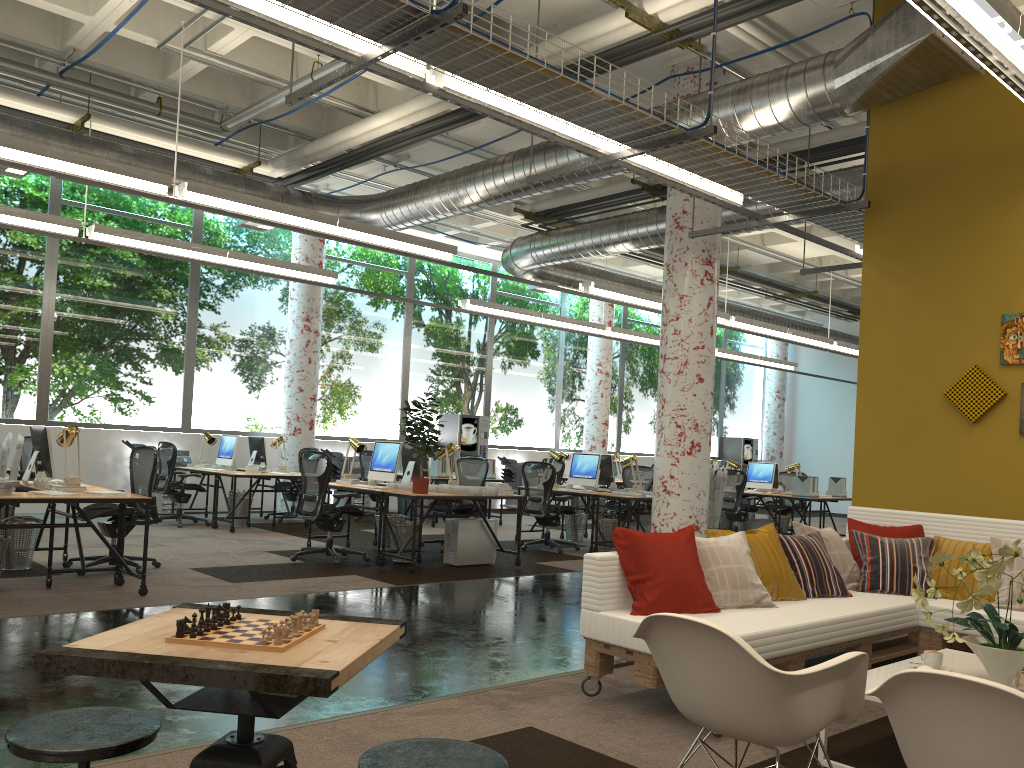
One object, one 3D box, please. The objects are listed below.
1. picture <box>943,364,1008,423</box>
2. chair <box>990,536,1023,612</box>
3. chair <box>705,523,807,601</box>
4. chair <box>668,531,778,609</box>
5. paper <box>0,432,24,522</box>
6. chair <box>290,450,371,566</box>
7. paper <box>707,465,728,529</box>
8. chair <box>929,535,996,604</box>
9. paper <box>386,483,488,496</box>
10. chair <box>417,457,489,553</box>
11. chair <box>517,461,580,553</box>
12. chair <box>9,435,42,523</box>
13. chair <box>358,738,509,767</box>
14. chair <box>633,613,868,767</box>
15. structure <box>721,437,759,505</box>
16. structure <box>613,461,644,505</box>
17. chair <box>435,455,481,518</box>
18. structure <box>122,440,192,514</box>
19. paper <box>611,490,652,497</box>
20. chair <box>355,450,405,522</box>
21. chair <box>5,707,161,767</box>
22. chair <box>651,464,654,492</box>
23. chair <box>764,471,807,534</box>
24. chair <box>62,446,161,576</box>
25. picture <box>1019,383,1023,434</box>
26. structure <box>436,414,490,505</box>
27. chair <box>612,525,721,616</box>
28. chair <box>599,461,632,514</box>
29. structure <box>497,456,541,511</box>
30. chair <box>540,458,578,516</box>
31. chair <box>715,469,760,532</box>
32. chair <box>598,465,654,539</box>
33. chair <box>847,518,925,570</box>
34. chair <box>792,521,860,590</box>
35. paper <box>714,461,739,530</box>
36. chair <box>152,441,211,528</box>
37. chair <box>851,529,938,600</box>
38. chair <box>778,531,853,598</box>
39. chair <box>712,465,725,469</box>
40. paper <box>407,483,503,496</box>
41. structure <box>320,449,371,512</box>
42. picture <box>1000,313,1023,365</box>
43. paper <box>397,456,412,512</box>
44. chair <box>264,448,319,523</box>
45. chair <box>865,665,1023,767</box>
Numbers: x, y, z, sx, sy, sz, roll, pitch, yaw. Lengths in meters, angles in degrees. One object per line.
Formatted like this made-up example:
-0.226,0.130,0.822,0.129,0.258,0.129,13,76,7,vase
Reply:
3.317,0.070,6.349,0.047,0.424,0.424,4,-3,-42,picture
3.054,1.110,5.110,0.525,0.427,0.312,2,-3,26,chair
1.392,1.021,5.039,0.547,0.438,0.316,5,-3,-30,chair
1.130,1.005,4.759,0.525,0.400,0.332,4,-3,-23,chair
-5.217,1.005,8.937,0.440,1.197,0.413,2,-2,26,paper
-1.832,1.213,8.859,0.770,1.084,0.794,2,-3,31,chair
2.376,1.540,10.867,0.440,1.197,0.413,2,-2,26,paper
2.785,1.150,5.417,0.521,0.381,0.367,0,-4,44,chair
-0.774,1.040,8.840,1.133,0.082,0.083,1,-3,22,paper
-0.620,1.375,10.220,0.770,1.084,0.794,2,-3,31,chair
0.430,1.510,11.021,0.770,1.084,0.794,2,-3,31,chair
-5.951,1.137,10.453,0.770,1.084,0.794,2,-3,31,chair
-0.193,1.118,2.039,0.346,0.496,0.338,3,-2,7,chair
0.765,1.106,2.900,0.795,0.753,0.614,5,-3,-42,chair
5.934,2.311,23.092,0.752,1.808,0.638,4,-2,-42,structure
2.567,2.290,20.022,1.060,1.056,0.503,5,-3,-42,structure
-0.862,1.741,15.112,0.770,1.084,0.794,2,-3,31,chair
-5.145,1.375,12.957,1.060,1.056,0.503,5,-3,-42,structure
1.597,1.356,10.933,0.567,0.061,0.627,-1,-6,45,paper
-2.075,1.579,13.751,0.770,1.084,0.794,2,-3,31,chair
-1.052,1.082,2.153,0.346,0.496,0.338,3,-2,7,chair
3.254,2.211,18.630,0.770,1.084,0.794,2,-3,31,chair
4.640,2.018,14.993,0.770,1.084,0.794,2,-3,31,chair
-3.394,1.065,7.642,0.770,1.084,0.794,2,-3,31,chair
3.608,0.168,6.038,0.027,0.355,0.252,4,-2,-42,picture
-0.942,1.496,16.796,0.752,1.808,0.638,4,-2,-42,structure
0.769,0.945,4.489,0.535,0.444,0.301,4,-2,-26,chair
2.074,2.089,17.800,0.770,1.084,0.794,2,-3,31,chair
0.174,2.006,17.831,1.060,1.056,0.503,5,-3,-42,structure
0.862,1.927,16.439,0.770,1.084,0.794,2,-3,31,chair
3.428,1.856,13.632,0.770,1.084,0.794,2,-3,31,chair
1.642,1.672,12.382,0.770,1.084,0.794,2,-3,31,chair
2.482,1.126,5.856,0.534,0.436,0.287,2,-2,20,chair
2.014,1.098,5.621,0.546,0.437,0.334,5,-3,-37,chair
3.660,1.933,15.342,0.440,1.197,0.413,2,-2,26,paper
-4.376,1.306,11.644,0.770,1.084,0.794,2,-3,31,chair
2.409,1.141,5.568,0.516,0.391,0.359,2,-3,17,chair
1.756,1.091,5.291,0.524,0.407,0.341,4,-3,-27,chair
4.467,2.373,19.991,0.770,1.084,0.794,2,-3,31,chair
-0.650,1.054,8.952,1.133,0.082,0.083,2,-3,12,paper
-2.762,1.658,15.143,1.060,1.056,0.503,5,-3,-42,structure
3.563,-0.317,6.123,0.027,0.355,0.331,4,-3,-42,picture
-1.842,1.656,15.460,0.440,1.197,0.413,2,-2,26,paper
-3.164,1.468,13.005,0.770,1.084,0.794,2,-3,31,chair
1.301,1.091,2.313,0.795,0.753,0.614,5,-3,-42,chair
